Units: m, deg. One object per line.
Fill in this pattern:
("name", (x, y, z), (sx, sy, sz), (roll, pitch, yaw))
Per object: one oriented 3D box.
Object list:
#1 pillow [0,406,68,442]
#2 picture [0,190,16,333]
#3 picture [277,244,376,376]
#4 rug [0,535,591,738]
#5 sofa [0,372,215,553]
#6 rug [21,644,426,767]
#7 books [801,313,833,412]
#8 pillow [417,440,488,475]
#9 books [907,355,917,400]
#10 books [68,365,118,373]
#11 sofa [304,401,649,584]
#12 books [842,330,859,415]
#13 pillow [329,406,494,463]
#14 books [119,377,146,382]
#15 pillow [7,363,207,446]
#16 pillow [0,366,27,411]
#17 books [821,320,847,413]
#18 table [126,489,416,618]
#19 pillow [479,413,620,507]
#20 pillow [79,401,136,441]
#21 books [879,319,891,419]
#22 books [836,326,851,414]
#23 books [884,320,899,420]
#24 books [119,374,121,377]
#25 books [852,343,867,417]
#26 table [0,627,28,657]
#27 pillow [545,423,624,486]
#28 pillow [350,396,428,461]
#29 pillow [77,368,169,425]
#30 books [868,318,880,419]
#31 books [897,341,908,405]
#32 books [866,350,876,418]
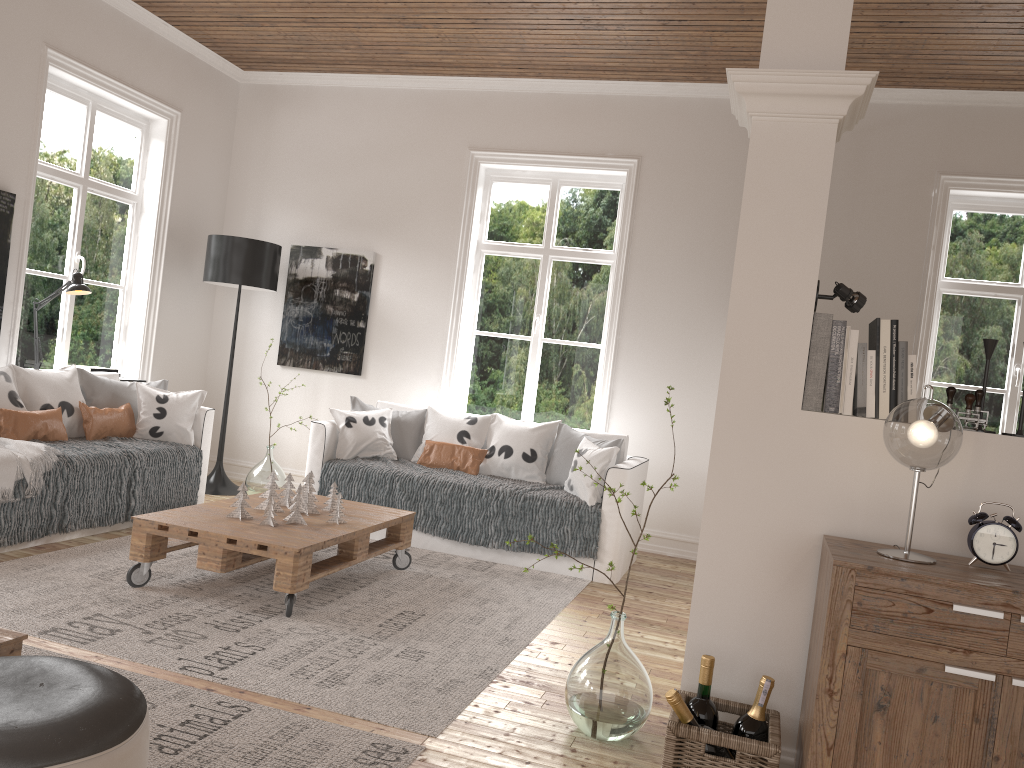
("pillow", (-2.425, 0.228, 4.494), (0.116, 0.220, 0.414), (7, 1, 17))
("picture", (-2.931, -0.615, 4.625), (0.041, 0.908, 0.680), (7, 1, 16))
("picture", (-1.379, -0.552, 6.568), (0.680, 0.908, 0.041), (7, 1, 16))
("rug", (-0.949, 0.915, 4.087), (2.254, 0.003, 2.474), (7, 1, 16))
("sofa", (-2.490, 0.328, 4.572), (0.866, 0.776, 1.960), (7, 1, 16))
("rug", (-1.661, 0.870, 1.639), (2.254, 0.003, 2.474), (7, 1, 16))
("books", (0.874, -0.059, 2.551), (0.050, 0.271, 0.200), (7, 1, 16))
("pillow", (-0.369, 0.454, 5.414), (0.420, 0.179, 0.127), (7, 1, 18))
("books", (1.105, 0.014, 2.474), (0.045, 0.185, 0.152), (7, 1, 16))
("books", (-2.726, -0.095, 5.768), (0.190, 0.028, 0.239), (7, 1, 18))
("sofa", (-0.207, 0.593, 5.465), (1.960, 0.776, 0.866), (7, 1, 16))
("books", (0.959, -0.030, 2.531), (0.031, 0.236, 0.200), (7, 1, 16))
("pillow", (-0.643, 0.340, 5.560), (1.020, 0.414, 0.417), (7, 1, -2))
("books", (-2.659, -0.032, 6.039), (0.202, 0.012, 0.251), (7, 1, 18))
("pillow", (-2.293, 0.139, 5.019), (0.403, 0.450, 1.081), (8, 1, 40))
("pillow", (-2.580, 0.127, 4.129), (0.417, 0.414, 1.020), (7, 1, -2))
("books", (0.919, -0.046, 2.536), (0.046, 0.257, 0.193), (7, 1, 16))
("table", (-1.055, 0.751, 4.116), (0.821, 0.300, 1.189), (7, 1, 16))
("pillow", (0.242, 0.445, 5.273), (1.081, 0.450, 0.403), (8, 1, 40))
("pillow", (-2.257, 0.216, 4.973), (0.117, 0.235, 0.414), (7, 1, 16))
("books", (1.041, -0.038, 2.507), (0.054, 0.272, 0.200), (7, 1, 16))
("books", (0.943, -0.036, 2.535), (0.019, 0.243, 0.205), (7, 1, 16))
("books", (1.064, -0.036, 2.502), (0.048, 0.274, 0.210), (7, 1, 16))
("books", (-2.729, -0.070, 5.778), (0.212, 0.023, 0.258), (7, 1, 16))
("books", (0.976, -0.011, 2.491), (0.044, 0.203, 0.141), (7, 1, 16))
("table", (-1.740, 0.708, 1.724), (0.821, 0.300, 1.189), (7, 1, 16))
("pillow", (0.439, 0.479, 5.294), (0.292, 0.437, 0.546), (6, 1, -40))
("pillow", (-0.802, 0.318, 5.693), (0.541, 0.431, 0.282), (7, 1, -10))
("pillow", (-2.314, 0.143, 5.219), (0.546, 0.437, 0.292), (6, 1, -40))
("books", (1.023, -0.041, 2.509), (0.038, 0.274, 0.200), (7, 1, 16))
("books", (1.081, -0.006, 2.483), (0.047, 0.219, 0.171), (7, 1, 16))
("books", (0.997, 0.001, 2.480), (0.042, 0.185, 0.125), (7, 1, 16))
